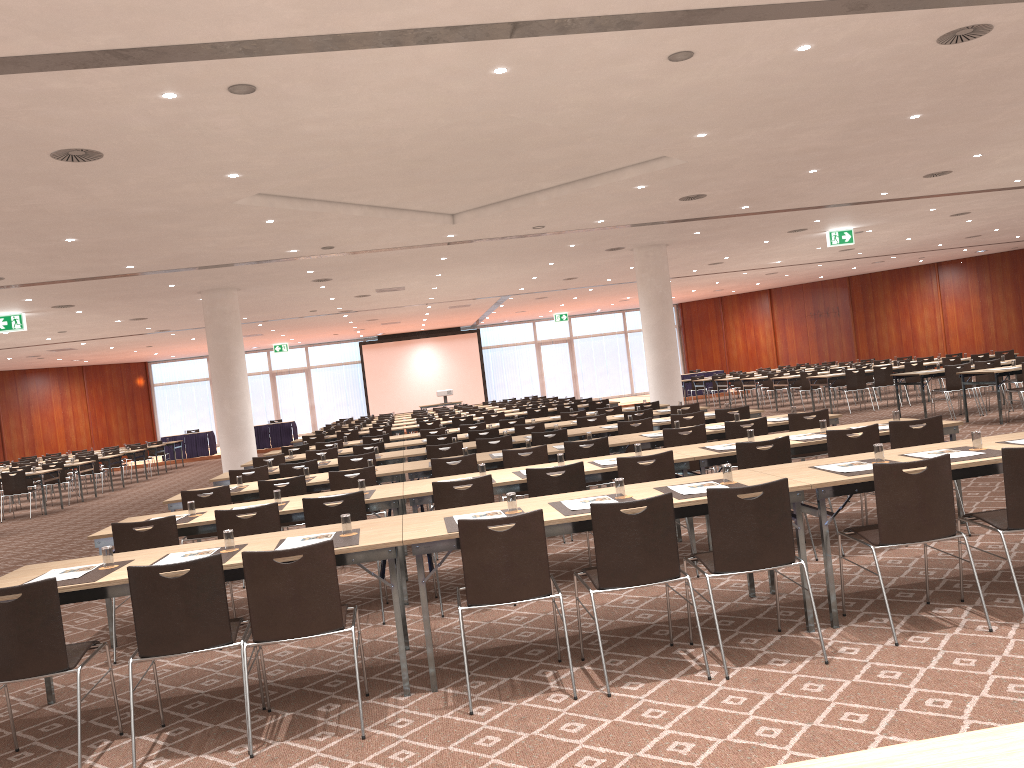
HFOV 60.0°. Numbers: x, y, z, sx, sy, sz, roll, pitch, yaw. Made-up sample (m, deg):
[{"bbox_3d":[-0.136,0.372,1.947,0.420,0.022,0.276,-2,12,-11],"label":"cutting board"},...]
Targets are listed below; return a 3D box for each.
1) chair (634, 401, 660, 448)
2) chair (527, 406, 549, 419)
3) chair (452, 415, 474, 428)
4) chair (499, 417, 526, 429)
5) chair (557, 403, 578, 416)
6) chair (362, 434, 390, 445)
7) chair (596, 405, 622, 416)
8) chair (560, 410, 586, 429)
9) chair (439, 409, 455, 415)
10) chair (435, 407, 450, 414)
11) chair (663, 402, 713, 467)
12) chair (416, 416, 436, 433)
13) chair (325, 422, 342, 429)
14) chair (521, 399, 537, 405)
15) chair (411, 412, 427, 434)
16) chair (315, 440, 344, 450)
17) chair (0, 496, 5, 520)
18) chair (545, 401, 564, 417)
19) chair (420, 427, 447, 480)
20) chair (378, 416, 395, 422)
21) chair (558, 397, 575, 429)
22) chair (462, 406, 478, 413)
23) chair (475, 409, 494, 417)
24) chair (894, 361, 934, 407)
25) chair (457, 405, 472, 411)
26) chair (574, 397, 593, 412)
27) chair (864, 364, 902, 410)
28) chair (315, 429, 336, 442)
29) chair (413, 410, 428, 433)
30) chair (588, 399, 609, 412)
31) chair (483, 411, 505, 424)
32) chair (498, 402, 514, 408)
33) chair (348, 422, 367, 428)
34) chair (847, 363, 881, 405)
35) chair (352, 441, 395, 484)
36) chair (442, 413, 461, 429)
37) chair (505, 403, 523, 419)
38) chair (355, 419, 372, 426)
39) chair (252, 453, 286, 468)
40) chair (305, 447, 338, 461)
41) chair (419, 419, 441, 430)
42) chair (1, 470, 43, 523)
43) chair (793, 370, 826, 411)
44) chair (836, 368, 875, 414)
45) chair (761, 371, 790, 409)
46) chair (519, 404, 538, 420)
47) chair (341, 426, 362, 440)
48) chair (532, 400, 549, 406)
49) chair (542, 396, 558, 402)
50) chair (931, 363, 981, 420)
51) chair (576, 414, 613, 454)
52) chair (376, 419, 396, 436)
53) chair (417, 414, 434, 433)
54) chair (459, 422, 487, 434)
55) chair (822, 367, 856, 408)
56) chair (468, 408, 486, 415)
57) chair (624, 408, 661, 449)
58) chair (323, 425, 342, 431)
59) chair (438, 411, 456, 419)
[{"bbox_3d":[2.268,0.769,14.918,0.535,0.939,0.614,-7,1,-9],"label":"chair"},{"bbox_3d":[0.543,0.943,18.270,0.535,0.939,0.614,-7,1,-9],"label":"chair"},{"bbox_3d":[-0.975,1.122,18.129,0.535,0.939,0.614,-7,1,-8],"label":"chair"},{"bbox_3d":[0.023,1.034,14.724,0.535,0.939,0.614,-7,1,-10],"label":"chair"},{"bbox_3d":[1.154,0.871,18.309,0.535,0.939,0.614,-7,1,-8],"label":"chair"},{"bbox_3d":[-2.158,1.291,14.460,0.535,0.939,0.613,-7,1,-5],"label":"chair"},{"bbox_3d":[1.639,0.843,14.877,0.535,0.939,0.614,-7,1,-7],"label":"chair"},{"bbox_3d":[1.035,0.915,14.769,0.535,0.939,0.614,-7,1,-7],"label":"chair"},{"bbox_3d":[-1.731,1.162,24.039,0.535,0.939,0.614,-7,1,-9],"label":"chair"},{"bbox_3d":[-1.984,1.175,26.023,0.535,0.939,0.613,-7,1,-4],"label":"chair"},{"bbox_3d":[2.527,0.755,12.970,0.535,0.939,0.613,-7,1,-6],"label":"chair"},{"bbox_3d":[-1.890,1.214,19.955,0.535,0.939,0.613,-7,1,-7],"label":"chair"},{"bbox_3d":[-4.685,1.511,23.646,0.535,0.939,0.613,-7,1,-6],"label":"chair"},{"bbox_3d":[0.477,0.901,24.306,0.535,0.939,0.614,-7,1,-10],"label":"chair"},{"bbox_3d":[-2.451,1.247,23.916,0.535,0.939,0.613,-7,1,-6],"label":"chair"},{"bbox_3d":[-2.889,1.378,14.294,0.535,0.939,0.614,-7,1,-9],"label":"chair"},{"bbox_3d":[-10.135,2.205,16.896,0.535,0.939,0.614,-7,1,-8],"label":"chair"},{"bbox_3d":[0.991,0.873,20.339,0.535,0.939,0.614,-7,1,-8],"label":"chair"},{"bbox_3d":[-1.233,1.183,14.495,0.535,0.939,0.613,-7,1,-4],"label":"chair"},{"bbox_3d":[-3.318,1.349,23.846,0.535,0.939,0.613,-7,1,-4],"label":"chair"},{"bbox_3d":[1.406,0.808,22.404,0.535,0.939,0.614,-7,1,-7],"label":"chair"},{"bbox_3d":[-1.112,1.088,24.156,0.535,0.939,0.614,-7,1,-10],"label":"chair"},{"bbox_3d":[-0.596,1.061,20.189,0.535,0.939,0.614,-7,1,-9],"label":"chair"},{"bbox_3d":[8.635,-0.012,19.168,0.535,0.939,0.614,-7,1,-7],"label":"chair"},{"bbox_3d":[-1.339,1.099,26.066,0.535,0.939,0.613,-7,1,-4],"label":"chair"},{"bbox_3d":[1.654,0.795,20.384,0.535,0.939,0.613,-7,1,-5],"label":"chair"},{"bbox_3d":[7.980,0.065,19.170,0.535,0.939,0.613,-7,1,-5],"label":"chair"},{"bbox_3d":[-4.089,1.474,19.724,0.535,0.939,0.613,-7,1,-6],"label":"chair"},{"bbox_3d":[-2.627,1.250,25.987,0.535,0.939,0.613,-7,1,-5],"label":"chair"},{"bbox_3d":[1.825,0.791,18.468,0.535,0.939,0.613,-7,1,-4],"label":"chair"},{"bbox_3d":[-0.331,1.047,18.129,0.535,0.939,0.613,-7,1,-6],"label":"chair"},{"bbox_3d":[-0.122,0.972,24.198,0.535,0.939,0.614,-7,1,-7],"label":"chair"},{"bbox_3d":[-3.730,1.415,21.782,0.535,0.939,0.613,-7,1,-4],"label":"chair"},{"bbox_3d":[8.385,0.000,21.234,0.535,0.939,0.614,-7,1,-8],"label":"chair"},{"bbox_3d":[-1.941,1.283,12.394,0.535,0.939,0.613,-7,1,-4],"label":"chair"},{"bbox_3d":[-1.327,1.147,20.058,0.535,0.939,0.614,-7,1,-8],"label":"chair"},{"bbox_3d":[0.087,0.963,22.287,0.535,0.939,0.613,-7,1,-6],"label":"chair"},{"bbox_3d":[-3.936,1.422,23.814,0.535,0.939,0.614,-7,1,-7],"label":"chair"},{"bbox_3d":[-3.300,1.443,12.307,0.535,0.939,0.614,-7,1,-7],"label":"chair"},{"bbox_3d":[-2.589,1.359,12.351,0.535,0.939,0.614,-7,1,-8],"label":"chair"},{"bbox_3d":[-1.621,1.199,18.008,0.535,0.939,0.613,-7,1,-6],"label":"chair"},{"bbox_3d":[-9.476,2.127,17.057,0.535,0.939,0.614,-7,1,-8],"label":"chair"},{"bbox_3d":[7.049,0.157,21.132,0.535,0.939,0.613,-7,1,-6],"label":"chair"},{"bbox_3d":[7.321,0.143,19.009,0.535,0.939,0.613,-7,1,-5],"label":"chair"},{"bbox_3d":[6.852,0.164,23.123,0.535,0.939,0.614,-7,1,-7],"label":"chair"},{"bbox_3d":[0.397,0.944,20.232,0.535,0.939,0.614,-7,1,-8],"label":"chair"},{"bbox_3d":[-3.527,1.408,19.757,0.535,0.939,0.613,-7,1,-5],"label":"chair"},{"bbox_3d":[0.752,0.885,22.290,0.535,0.939,0.613,-7,1,-5],"label":"chair"},{"bbox_3d":[1.077,0.830,24.344,0.535,0.939,0.613,-7,1,-5],"label":"chair"},{"bbox_3d":[7.731,0.124,15.540,0.535,0.939,0.614,-7,1,-7],"label":"chair"},{"bbox_3d":[1.171,0.915,12.849,0.535,0.939,0.613,-7,1,-5],"label":"chair"},{"bbox_3d":[-3.074,1.337,21.826,0.535,0.939,0.614,-7,1,-9],"label":"chair"},{"bbox_3d":[-2.094,1.221,21.980,0.535,0.939,0.613,-7,1,-5],"label":"chair"},{"bbox_3d":[-0.610,1.109,14.605,0.535,0.939,0.614,-7,1,-7],"label":"chair"},{"bbox_3d":[7.735,0.077,21.074,0.535,0.939,0.613,-7,1,-5],"label":"chair"},{"bbox_3d":[-0.835,1.073,22.098,0.535,0.939,0.614,-7,1,-8],"label":"chair"},{"bbox_3d":[1.830,0.838,12.851,0.535,0.939,0.614,-7,1,-9],"label":"chair"},{"bbox_3d":[-4.345,1.487,21.750,0.535,0.939,0.614,-7,1,-10],"label":"chair"},{"bbox_3d":[-1.580,1.160,22.085,0.535,0.939,0.613,-7,1,-6],"label":"chair"}]
